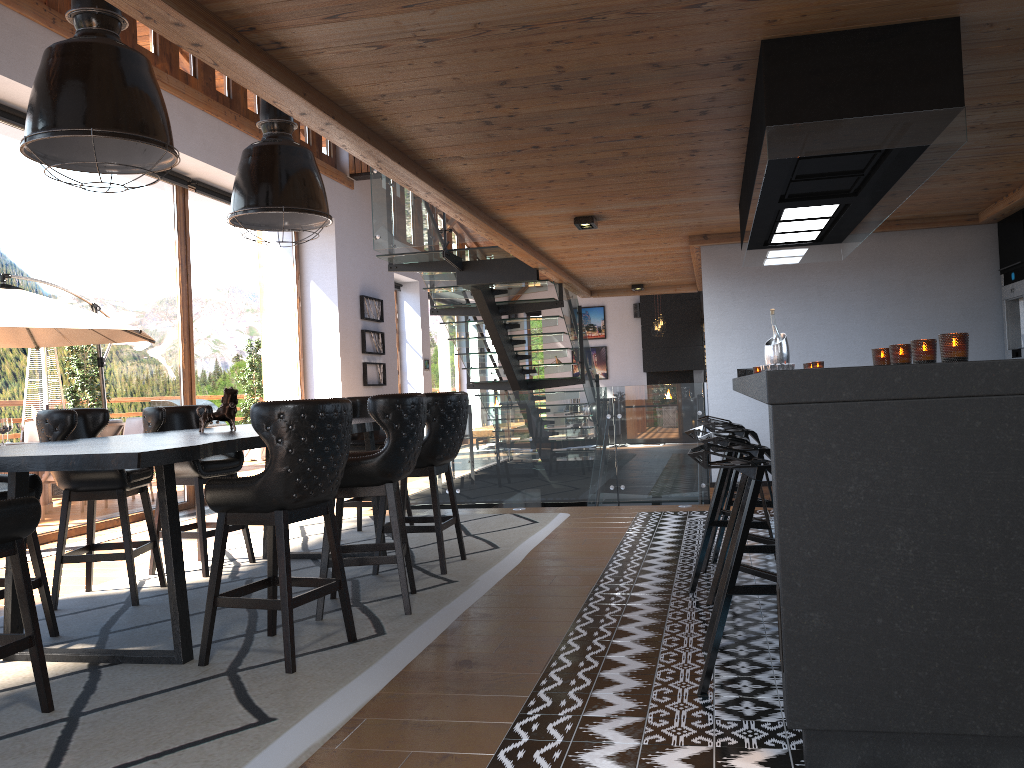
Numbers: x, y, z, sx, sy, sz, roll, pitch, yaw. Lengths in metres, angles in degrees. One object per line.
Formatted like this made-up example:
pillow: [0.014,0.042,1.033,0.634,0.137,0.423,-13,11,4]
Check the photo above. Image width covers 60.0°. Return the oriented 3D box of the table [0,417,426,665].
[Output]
table: [-1.484,0.730,4.911,1.422,0.950,3.815,-3,-1,13]

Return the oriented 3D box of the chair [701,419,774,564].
chair: [1.435,0.640,5.493,0.467,0.839,0.541,-3,-1,9]

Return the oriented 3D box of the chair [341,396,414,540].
chair: [-1.067,0.637,6.872,0.502,1.092,0.571,-3,-1,11]

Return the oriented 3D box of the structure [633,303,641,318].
structure: [3.055,-1.785,21.560,0.212,0.349,0.214,-3,-1,12]

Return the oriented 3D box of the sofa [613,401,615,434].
sofa: [2.640,0.688,16.550,2.554,0.838,1.245,-3,-1,11]

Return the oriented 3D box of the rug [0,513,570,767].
rug: [-1.333,1.181,5.205,2.539,0.047,5.659,-3,-1,13]

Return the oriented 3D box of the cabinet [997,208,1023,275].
cabinet: [3.618,-0.239,4.180,0.540,2.381,6.461,-3,-1,13]

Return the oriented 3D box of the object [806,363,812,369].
object: [2.095,-0.107,6.193,0.080,0.081,0.078,-2,-1,-23]

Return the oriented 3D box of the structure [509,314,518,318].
structure: [0.035,-1.645,22.180,0.212,0.349,0.214,-3,-1,12]

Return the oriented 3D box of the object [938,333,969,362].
object: [1.251,-0.102,2.507,0.080,0.081,0.078,-2,-1,-33]

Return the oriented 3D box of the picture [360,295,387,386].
picture: [-2.057,-0.628,13.162,0.059,1.312,0.778,-3,-1,13]

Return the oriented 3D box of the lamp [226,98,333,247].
lamp: [-1.500,-3.183,5.418,0.628,4.686,0.614,-2,-1,-33]

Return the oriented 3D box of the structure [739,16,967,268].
structure: [1.676,-1.113,4.913,0.707,0.476,3.266,-3,-1,13]

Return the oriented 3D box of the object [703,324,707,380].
object: [4.803,-0.251,21.010,0.491,2.612,0.468,-3,-1,12]

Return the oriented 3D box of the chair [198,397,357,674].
chair: [-0.945,0.614,3.741,0.563,1.092,0.508,-3,-1,21]

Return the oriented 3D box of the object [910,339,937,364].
object: [1.333,-0.102,2.866,0.080,0.081,0.078,-2,-1,-33]

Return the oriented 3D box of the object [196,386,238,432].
object: [-1.626,0.142,4.898,0.223,0.253,0.115,-2,-1,-25]

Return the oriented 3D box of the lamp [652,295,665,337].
lamp: [3.042,-2.118,18.702,0.261,2.202,0.804,-3,-1,4]

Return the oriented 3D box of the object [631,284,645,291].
object: [1.634,-1.256,11.488,0.154,0.068,0.262,-3,-1,13]

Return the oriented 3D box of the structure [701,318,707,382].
structure: [4.807,-0.258,20.999,0.499,2.617,0.514,-3,-1,12]

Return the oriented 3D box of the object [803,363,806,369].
object: [2.137,-0.108,6.379,0.080,0.081,0.078,-2,-1,-23]

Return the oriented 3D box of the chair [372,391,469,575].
chair: [-0.530,0.601,5.484,0.565,1.092,0.506,-3,-1,11]

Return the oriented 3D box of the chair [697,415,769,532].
chair: [1.562,0.641,6.242,0.467,0.839,0.541,-3,-1,12]

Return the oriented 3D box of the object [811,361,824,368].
object: [2.009,-0.107,5.818,0.080,0.081,0.078,-2,-1,-23]

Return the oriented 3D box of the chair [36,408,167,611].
chair: [-2.318,0.676,4.957,0.569,1.092,0.503,-2,-1,-4]

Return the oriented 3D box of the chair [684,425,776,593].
chair: [1.189,0.644,4.739,0.466,0.839,0.542,-3,-1,18]

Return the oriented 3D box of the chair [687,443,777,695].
chair: [0.908,0.644,3.270,0.467,0.839,0.541,-3,-1,13]

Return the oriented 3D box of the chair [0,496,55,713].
chair: [-1.917,0.640,2.915,0.502,1.092,0.571,-3,-1,11]

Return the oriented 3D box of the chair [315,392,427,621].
chair: [-0.698,0.600,4.531,0.569,1.092,0.503,-2,-1,-4]

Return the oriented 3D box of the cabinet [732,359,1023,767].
cabinet: [1.695,0.491,4.698,0.884,1.104,4.824,-3,-1,13]

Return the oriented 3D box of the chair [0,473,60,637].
chair: [-2.486,0.675,4.004,0.565,1.092,0.506,-3,-1,11]

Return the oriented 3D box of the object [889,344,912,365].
object: [1.415,-0.103,3.225,0.080,0.081,0.078,-2,-1,-33]

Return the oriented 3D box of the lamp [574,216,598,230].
lamp: [0.570,-1.249,6.842,0.154,0.068,0.262,-3,-1,13]

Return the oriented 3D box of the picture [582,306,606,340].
picture: [1.869,-1.497,21.882,0.875,0.816,0.036,-3,-1,12]

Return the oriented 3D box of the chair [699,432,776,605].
chair: [1.109,0.641,4.024,0.467,0.839,0.541,-3,-1,9]

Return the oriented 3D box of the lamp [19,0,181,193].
lamp: [-1.857,-3.181,3.858,0.628,4.686,0.614,-2,-1,-33]

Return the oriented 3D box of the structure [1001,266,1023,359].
structure: [4.078,-0.438,7.064,0.254,0.945,0.600,-3,-1,13]

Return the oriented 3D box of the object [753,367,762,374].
object: [1.919,-0.093,6.914,0.080,0.081,0.078,-2,-1,-43]

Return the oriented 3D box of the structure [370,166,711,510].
structure: [-2.096,0.879,10.507,9.165,6.400,11.079,-3,-1,12]

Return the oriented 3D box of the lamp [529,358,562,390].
lamp: [0.706,0.286,20.924,0.521,1.899,1.337,-3,-1,33]

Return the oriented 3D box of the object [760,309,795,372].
object: [1.787,-0.281,5.991,0.225,0.452,0.226,-3,-1,12]

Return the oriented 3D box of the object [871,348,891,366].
object: [1.497,-0.104,3.584,0.080,0.081,0.078,-2,-1,-33]

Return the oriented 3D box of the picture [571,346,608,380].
picture: [1.913,-0.503,21.860,0.875,0.816,0.036,-3,-1,12]

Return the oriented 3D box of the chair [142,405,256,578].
chair: [-2.071,0.682,5.747,0.563,1.092,0.508,-3,-1,21]
